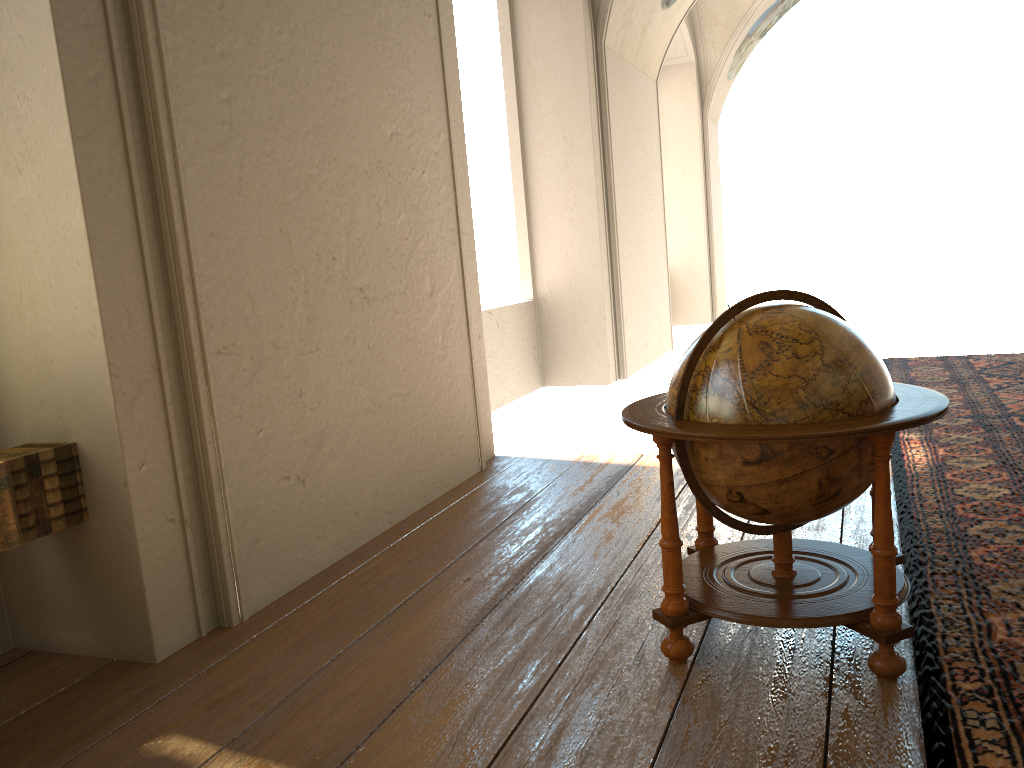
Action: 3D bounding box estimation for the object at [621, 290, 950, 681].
[{"bbox_3d":[1.118,0.335,3.705,1.277,1.453,1.277,-10,10,-30],"label":"object"}]
